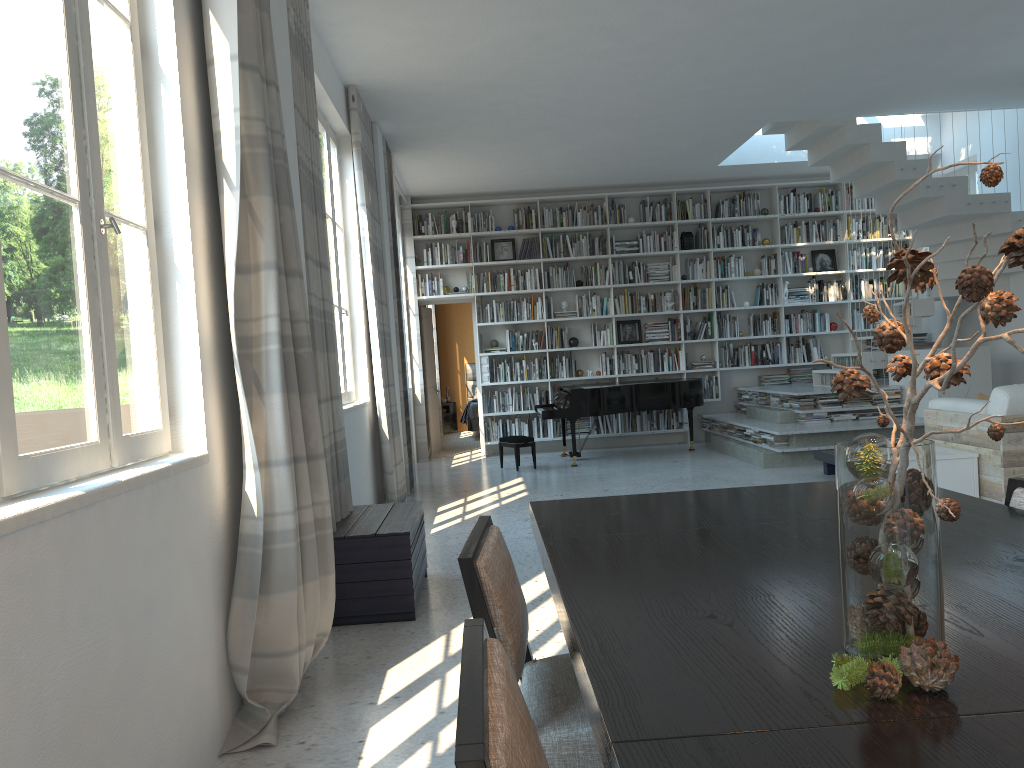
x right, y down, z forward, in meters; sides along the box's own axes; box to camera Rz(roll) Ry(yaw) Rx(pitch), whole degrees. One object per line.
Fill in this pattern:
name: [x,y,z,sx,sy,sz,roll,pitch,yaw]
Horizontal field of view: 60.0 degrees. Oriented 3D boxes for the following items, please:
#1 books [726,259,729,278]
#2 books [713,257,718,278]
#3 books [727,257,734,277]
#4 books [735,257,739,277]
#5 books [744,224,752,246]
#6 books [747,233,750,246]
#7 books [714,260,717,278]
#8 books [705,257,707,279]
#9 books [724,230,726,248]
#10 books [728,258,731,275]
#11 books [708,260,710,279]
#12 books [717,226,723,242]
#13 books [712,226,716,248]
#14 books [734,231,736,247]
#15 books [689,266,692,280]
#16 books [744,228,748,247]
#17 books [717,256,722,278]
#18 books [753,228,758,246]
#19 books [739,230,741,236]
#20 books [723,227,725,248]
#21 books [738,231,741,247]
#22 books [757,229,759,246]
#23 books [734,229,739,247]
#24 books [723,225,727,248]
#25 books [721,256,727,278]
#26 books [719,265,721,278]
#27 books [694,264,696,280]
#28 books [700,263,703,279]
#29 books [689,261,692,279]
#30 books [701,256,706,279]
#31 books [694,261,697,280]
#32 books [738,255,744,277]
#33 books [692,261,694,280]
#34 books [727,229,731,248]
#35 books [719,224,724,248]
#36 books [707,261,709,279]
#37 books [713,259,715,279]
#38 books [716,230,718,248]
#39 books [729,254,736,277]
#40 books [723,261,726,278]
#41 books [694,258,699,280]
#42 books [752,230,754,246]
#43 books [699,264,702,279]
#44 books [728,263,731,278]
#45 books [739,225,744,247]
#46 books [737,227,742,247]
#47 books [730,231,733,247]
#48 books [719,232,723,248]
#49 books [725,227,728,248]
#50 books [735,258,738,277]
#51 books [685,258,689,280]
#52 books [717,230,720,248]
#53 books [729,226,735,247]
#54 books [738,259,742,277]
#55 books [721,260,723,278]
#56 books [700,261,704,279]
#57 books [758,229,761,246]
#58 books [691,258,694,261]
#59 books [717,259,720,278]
books: [2.668,-1.429,11.072,0.022,0.237,0.164,-4,2,-2]
books: [2.546,-1.442,11.087,0.014,0.278,0.153,-4,2,-2]
books: [2.730,-1.445,11.064,0.030,0.263,0.182,-4,2,-2]
books: [2.807,-1.450,11.098,0.024,0.262,0.133,-4,2,-2]
books: [2.949,-1.838,11.060,0.029,0.285,0.183,-4,2,-2]
books: [2.924,-1.785,11.074,0.027,0.182,0.176,-4,2,-2]
books: [2.525,-1.422,11.091,0.030,0.242,0.138,-4,2,-2]
books: [2.404,-1.431,11.071,0.025,0.277,0.173,-4,2,-2]
books: [2.637,-1.793,11.071,0.012,0.236,0.165,-4,2,-2]
books: [2.708,-1.441,11.088,0.011,0.257,0.131,-4,2,-2]
books: [2.441,-1.414,11.072,0.026,0.238,0.173,-4,2,-2]
books: [2.600,-1.815,11.066,0.011,0.283,0.172,-4,2,-2]
books: [2.515,-1.810,11.057,0.012,0.285,0.159,-4,2,-2]
books: [2.769,-1.792,11.081,0.025,0.216,0.144,-4,2,-2]
books: [2.206,-1.372,11.057,0.028,0.185,0.181,-4,2,-2]
books: [2.893,-1.811,11.068,0.030,0.238,0.185,-4,2,-2]
books: [2.595,-1.448,11.101,0.014,0.284,0.135,-4,2,-2]
books: [3.022,-1.818,11.066,0.054,0.235,0.171,-4,2,-2]
books: [2.830,-1.799,11.070,0.011,0.222,0.159,-4,2,-2]
books: [2.626,-1.809,11.061,0.010,0.269,0.166,-4,2,-2]
books: [2.815,-1.791,11.056,0.021,0.209,0.180,-4,2,-2]
books: [3.045,-1.810,11.076,0.048,0.216,0.182,-4,2,-2]
books: [2.792,-1.804,11.070,0.023,0.237,0.149,-4,2,-2]
books: [2.650,-1.824,11.076,0.021,0.296,0.138,-4,2,-2]
books: [2.649,-1.449,11.065,0.014,0.280,0.177,-4,2,-2]
books: [2.581,-1.394,11.085,0.021,0.179,0.136,-4,2,-2]
books: [2.267,-1.387,11.074,0.023,0.207,0.171,-4,2,-2]
books: [2.355,-1.394,11.064,0.029,0.211,0.157,-4,2,-2]
books: [2.223,-1.402,11.077,0.024,0.242,0.159,-4,2,-2]
books: [2.388,-1.438,11.073,0.028,0.293,0.154,-4,2,-2]
books: [2.281,-1.402,11.069,0.023,0.236,0.178,-4,2,-2]
books: [2.853,-1.458,11.073,0.024,0.272,0.169,-4,2,-2]
books: [2.240,-1.407,11.072,0.028,0.250,0.164,-4,2,-2]
books: [2.688,-1.799,11.061,0.027,0.241,0.160,-4,2,-2]
books: [2.612,-1.827,11.060,0.014,0.307,0.152,-4,2,-2]
books: [2.423,-1.408,11.057,0.028,0.230,0.176,-4,2,-2]
books: [2.484,-1.424,11.066,0.028,0.251,0.190,-4,2,-2]
books: [2.538,-1.789,11.072,0.012,0.240,0.138,-4,2,-2]
books: [2.756,-1.464,11.090,0.027,0.295,0.159,-4,2,-2]
books: [2.630,-1.416,11.085,0.026,0.216,0.161,-4,2,-2]
books: [2.298,-1.423,11.047,0.028,0.275,0.186,-4,2,-2]
books: [2.980,-1.804,11.077,0.030,0.213,0.156,-4,2,-2]
books: [2.334,-1.386,11.063,0.027,0.196,0.185,-4,2,-2]
books: [2.692,-1.409,11.083,0.025,0.194,0.171,-4,2,-2]
books: [2.870,-1.833,11.085,0.012,0.285,0.159,-4,2,-2]
books: [2.840,-1.821,11.071,0.012,0.265,0.156,-4,2,-2]
books: [2.729,-1.793,11.085,0.028,0.223,0.142,-4,2,-2]
books: [2.585,-1.776,11.050,0.026,0.208,0.181,-4,2,-2]
books: [2.667,-1.816,11.084,0.012,0.277,0.133,-4,2,-2]
books: [2.784,-1.440,11.077,0.025,0.245,0.183,-4,2,-2]
books: [2.189,-1.422,11.076,0.018,0.285,0.159,-4,2,-2]
books: [2.557,-1.792,11.067,0.026,0.243,0.148,-4,2,-2]
books: [2.748,-1.825,11.081,0.013,0.284,0.154,-4,2,-2]
books: [2.831,-1.437,11.085,0.021,0.232,0.183,-4,2,-2]
books: [2.610,-1.424,11.082,0.013,0.236,0.157,-4,2,-2]
books: [2.373,-1.407,11.071,0.024,0.234,0.149,-4,2,-2]
books: [3.080,-1.819,11.095,0.026,0.229,0.140,-4,2,-2]
books: [2.254,-1.421,11.073,0.019,0.275,0.146,-4,2,-2]
books: [2.562,-1.427,11.072,0.014,0.248,0.176,-4,2,-2]
